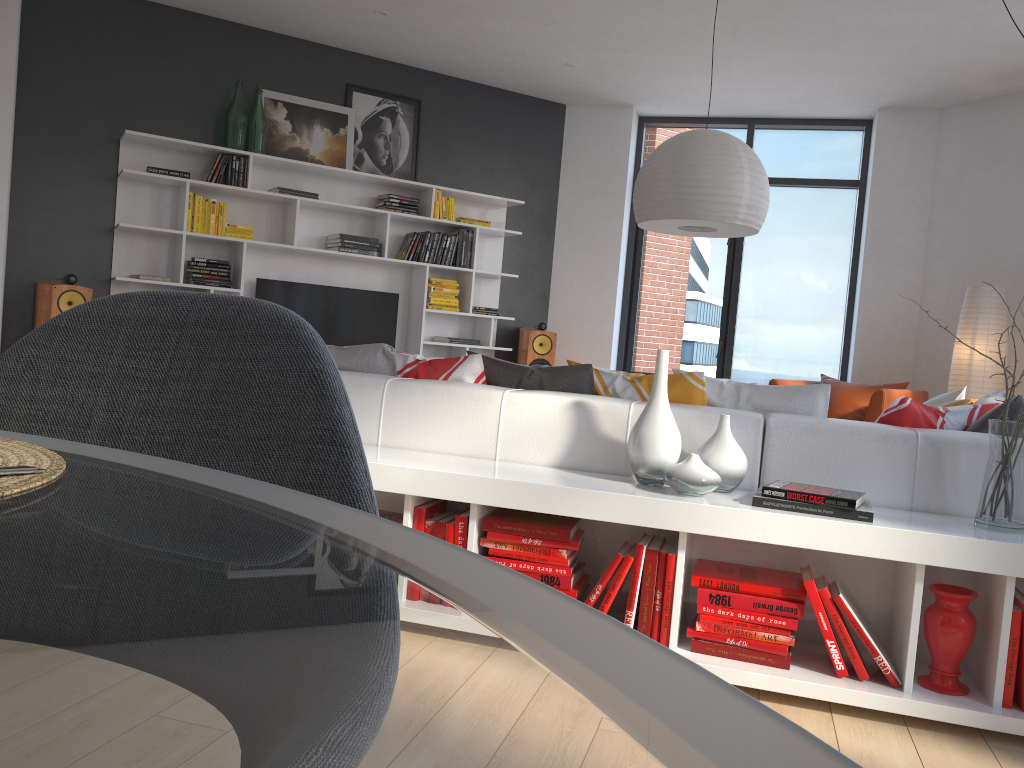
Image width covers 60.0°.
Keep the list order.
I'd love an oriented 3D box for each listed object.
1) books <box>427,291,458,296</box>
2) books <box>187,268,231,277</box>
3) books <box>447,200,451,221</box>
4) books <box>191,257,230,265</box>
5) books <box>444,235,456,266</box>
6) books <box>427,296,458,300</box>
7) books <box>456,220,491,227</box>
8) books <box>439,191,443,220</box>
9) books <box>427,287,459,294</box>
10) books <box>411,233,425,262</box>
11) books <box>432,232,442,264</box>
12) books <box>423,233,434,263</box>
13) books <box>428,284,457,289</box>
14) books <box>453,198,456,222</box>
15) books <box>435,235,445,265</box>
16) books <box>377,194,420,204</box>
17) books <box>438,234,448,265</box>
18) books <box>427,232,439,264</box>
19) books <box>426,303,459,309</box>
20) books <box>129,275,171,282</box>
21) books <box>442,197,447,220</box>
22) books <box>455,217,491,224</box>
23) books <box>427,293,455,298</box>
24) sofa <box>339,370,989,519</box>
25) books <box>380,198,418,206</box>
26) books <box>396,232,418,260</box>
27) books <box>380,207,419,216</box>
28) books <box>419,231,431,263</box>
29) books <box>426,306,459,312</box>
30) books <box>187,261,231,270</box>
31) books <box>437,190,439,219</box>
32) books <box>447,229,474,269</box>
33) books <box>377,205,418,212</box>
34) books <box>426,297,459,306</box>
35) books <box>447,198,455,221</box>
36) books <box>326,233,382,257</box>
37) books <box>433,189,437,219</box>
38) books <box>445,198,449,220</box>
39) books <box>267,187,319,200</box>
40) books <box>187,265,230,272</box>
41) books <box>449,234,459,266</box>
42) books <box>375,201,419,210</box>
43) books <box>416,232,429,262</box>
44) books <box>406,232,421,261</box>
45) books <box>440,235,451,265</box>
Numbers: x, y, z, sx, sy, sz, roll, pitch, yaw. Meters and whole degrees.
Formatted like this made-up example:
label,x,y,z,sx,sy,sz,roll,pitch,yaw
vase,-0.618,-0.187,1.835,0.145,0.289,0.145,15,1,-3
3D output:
label,x,y,z,sx,sy,sz,roll,pitch,yaw
books,-0.578,-0.725,7.100,0.239,0.019,0.171,3,3,-30
books,-2.119,-0.774,6.189,0.284,0.030,0.214,4,3,-21
books,-0.517,-1.357,6.967,0.046,0.161,0.108,3,3,-31
books,-2.106,-0.852,6.185,0.246,0.026,0.180,4,3,-22
books,-0.533,-1.055,7.050,0.084,0.249,0.191,3,3,-30
books,-0.585,-0.688,7.103,0.251,0.014,0.189,4,3,-27
books,-0.327,-1.282,7.145,0.257,0.028,0.194,4,3,-25
books,-0.595,-1.396,6.966,0.054,0.224,0.164,3,3,-31
books,-0.566,-0.750,7.103,0.239,0.033,0.176,4,3,-27
books,-0.759,-1.059,6.911,0.081,0.233,0.169,3,3,-31
books,-0.629,-1.065,6.999,0.066,0.260,0.197,3,3,-30
books,-0.689,-1.059,6.959,0.068,0.243,0.179,3,3,-31
books,-0.570,-0.778,7.100,0.227,0.022,0.160,4,3,-14
books,-0.487,-1.369,7.010,0.044,0.184,0.142,4,3,-29
books,-0.597,-1.052,6.986,0.069,0.242,0.172,4,3,-29
books,-0.878,-1.424,6.851,0.266,0.030,0.209,3,3,-36
books,-0.589,-1.060,7.019,0.075,0.254,0.192,3,3,-31
books,-0.658,-1.062,6.981,0.084,0.249,0.191,3,3,-30
books,-0.580,-0.625,7.090,0.257,0.024,0.203,4,3,-27
books,-2.447,-0.712,6.001,0.209,0.030,0.266,3,3,-36
books,-0.559,-1.370,6.964,0.054,0.180,0.132,3,3,-30
books,-0.332,-1.308,7.150,0.257,0.024,0.203,4,3,-27
books,-0.582,-0.704,7.080,0.217,0.023,0.145,4,3,-26
sofa,0.638,0.389,4.013,3.424,0.732,2.614,6,3,15
books,-0.872,-1.396,6.844,0.246,0.026,0.180,4,3,-27
books,-0.819,-1.064,6.887,0.104,0.234,0.182,3,3,-30
books,-0.885,-1.318,6.848,0.284,0.030,0.214,4,3,-26
books,-0.714,-1.068,6.951,0.075,0.254,0.192,3,3,-31
books,-0.575,-0.598,7.085,0.257,0.028,0.194,4,3,-25
books,-2.123,-0.826,6.209,0.284,0.030,0.214,4,3,-21
books,-0.617,-1.397,6.944,0.041,0.224,0.163,3,3,-31
books,-0.431,-1.080,7.139,0.128,0.321,0.259,3,3,-30
books,-0.886,-1.344,6.849,0.264,0.020,0.189,3,3,-31
books,-0.578,-0.658,7.093,0.243,0.042,0.189,3,3,-30
books,-0.503,-1.369,6.991,0.064,0.184,0.141,4,3,-29
books,-1.198,-1.041,6.713,0.343,0.137,0.277,3,3,-35
books,-0.627,-1.398,6.916,0.041,0.229,0.161,3,3,-31
books,-0.538,-1.368,6.968,0.044,0.178,0.128,3,3,-30
books,-1.592,-1.370,6.437,0.310,0.047,0.250,3,3,-34
books,-2.120,-0.799,6.191,0.264,0.020,0.189,4,3,-26
books,-0.504,-1.058,7.067,0.066,0.260,0.197,3,3,-30
books,-0.891,-1.371,6.867,0.284,0.030,0.214,4,3,-26
books,-0.722,-1.060,6.917,0.069,0.242,0.172,4,3,-29
books,-0.793,-1.062,6.908,0.096,0.234,0.187,3,3,-29
books,-0.561,-1.053,7.021,0.071,0.243,0.179,3,3,-31
